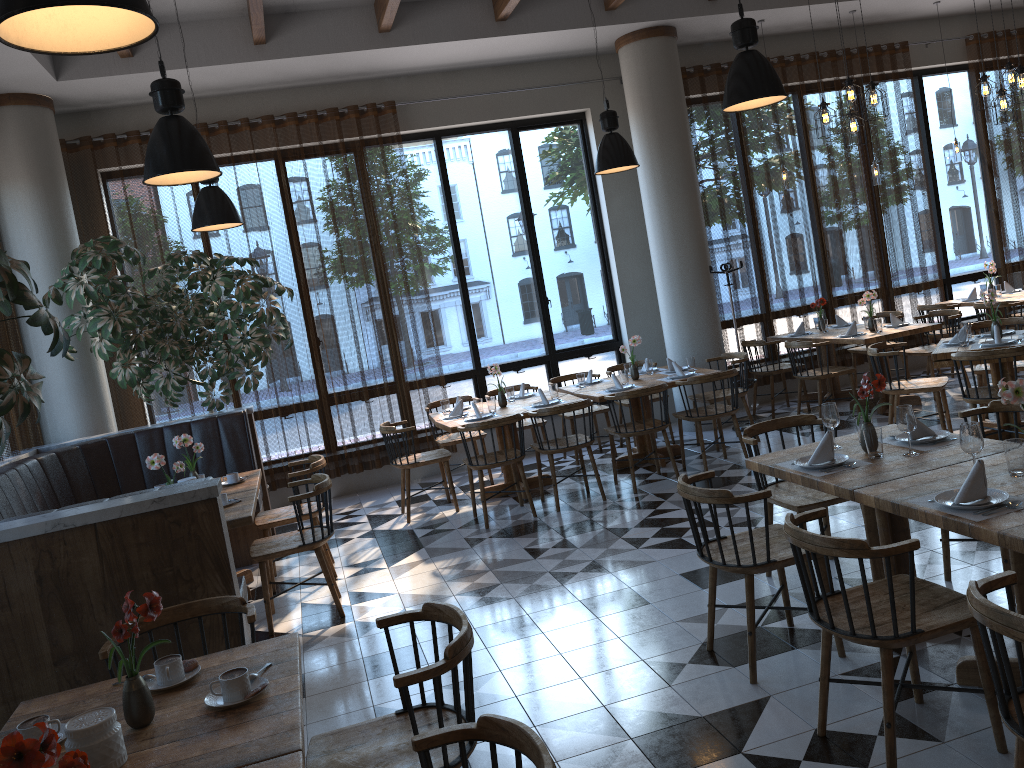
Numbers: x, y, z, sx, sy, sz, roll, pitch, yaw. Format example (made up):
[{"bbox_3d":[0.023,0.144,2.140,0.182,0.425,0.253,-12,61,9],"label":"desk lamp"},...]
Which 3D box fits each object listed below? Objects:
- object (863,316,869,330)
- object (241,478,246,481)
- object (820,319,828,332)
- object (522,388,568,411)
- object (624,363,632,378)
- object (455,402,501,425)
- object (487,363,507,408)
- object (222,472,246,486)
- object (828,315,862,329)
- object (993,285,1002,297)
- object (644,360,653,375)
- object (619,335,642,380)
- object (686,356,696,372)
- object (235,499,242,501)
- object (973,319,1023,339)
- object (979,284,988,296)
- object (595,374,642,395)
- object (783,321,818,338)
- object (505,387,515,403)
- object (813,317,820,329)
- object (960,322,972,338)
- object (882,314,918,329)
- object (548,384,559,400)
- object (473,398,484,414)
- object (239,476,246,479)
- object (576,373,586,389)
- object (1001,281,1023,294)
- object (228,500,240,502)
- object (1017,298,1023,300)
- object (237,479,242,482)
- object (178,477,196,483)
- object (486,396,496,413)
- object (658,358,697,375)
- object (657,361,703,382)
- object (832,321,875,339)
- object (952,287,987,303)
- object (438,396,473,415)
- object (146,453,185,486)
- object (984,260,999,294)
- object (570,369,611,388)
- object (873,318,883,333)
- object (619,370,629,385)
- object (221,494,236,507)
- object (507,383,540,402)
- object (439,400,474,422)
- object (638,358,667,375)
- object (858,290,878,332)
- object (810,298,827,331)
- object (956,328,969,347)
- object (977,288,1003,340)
[{"bbox_3d":[3.551,-0.612,8.838,0.080,0.132,0.080,-12,5,-28],"label":"object"},{"bbox_3d":[-1.867,0.665,6.151,0.050,0.023,0.052,-12,6,-18],"label":"object"},{"bbox_3d":[3.264,-0.607,9.253,0.080,0.132,0.080,-9,4,11],"label":"object"},{"bbox_3d":[0.264,0.108,7.389,0.352,0.137,0.272,-11,6,-13],"label":"object"},{"bbox_3d":[1.087,-0.121,8.227,0.080,0.132,0.080,-12,5,-28],"label":"object"},{"bbox_3d":[-0.287,0.218,7.252,0.352,0.137,0.272,-11,6,-13],"label":"object"},{"bbox_3d":[-0.132,0.009,7.707,0.146,0.399,0.207,-11,4,-15],"label":"object"},{"bbox_3d":[-1.938,0.656,6.156,0.176,0.066,0.175,-13,7,-30],"label":"object"},{"bbox_3d":[3.547,-0.688,9.523,0.272,0.137,0.352,-11,6,-13],"label":"object"},{"bbox_3d":[5.359,-1.025,9.773,0.080,0.132,0.080,-8,5,21],"label":"object"},{"bbox_3d":[1.274,-0.154,8.234,0.080,0.132,0.080,-12,5,-28],"label":"object"},{"bbox_3d":[1.090,-0.233,7.993,0.207,0.399,0.146,-10,4,-9],"label":"object"},{"bbox_3d":[1.597,-0.173,7.890,0.080,0.132,0.080,-12,5,-28],"label":"object"},{"bbox_3d":[-1.686,0.710,5.444,0.053,0.025,0.049,-4,8,44],"label":"object"},{"bbox_3d":[3.815,-0.434,6.732,0.580,0.137,0.580,-6,7,31],"label":"object"},{"bbox_3d":[5.433,-1.084,10.200,0.080,0.132,0.080,-8,5,21],"label":"object"},{"bbox_3d":[0.899,-0.018,7.547,0.352,0.137,0.272,-11,6,-13],"label":"object"},{"bbox_3d":[3.040,-0.586,9.391,0.272,0.137,0.352,-11,6,-13],"label":"object"},{"bbox_3d":[-0.012,0.097,7.961,0.080,0.132,0.080,-12,5,-28],"label":"object"},{"bbox_3d":[3.338,-0.666,9.680,0.080,0.132,0.080,-9,4,11],"label":"object"},{"bbox_3d":[3.588,-0.421,6.997,0.080,0.132,0.080,-13,5,-38],"label":"object"},{"bbox_3d":[3.765,-0.633,8.662,0.272,0.137,0.352,-11,6,-13],"label":"object"},{"bbox_3d":[0.361,0.070,7.615,0.080,0.132,0.080,-12,5,-28],"label":"object"},{"bbox_3d":[-0.281,0.193,7.495,0.080,0.132,0.080,-12,5,-28],"label":"object"},{"bbox_3d":[-1.909,0.658,6.288,0.034,0.023,0.156,-9,6,12],"label":"object"},{"bbox_3d":[0.635,-0.028,8.088,0.080,0.132,0.080,-12,5,-28],"label":"object"},{"bbox_3d":[5.645,-1.106,10.044,0.272,0.137,0.352,-11,6,-13],"label":"object"},{"bbox_3d":[-1.707,0.716,5.410,0.155,0.012,0.034,-5,8,38],"label":"object"},{"bbox_3d":[5.355,-0.949,9.050,0.272,0.137,0.352,-11,6,-13],"label":"object"},{"bbox_3d":[-1.880,0.668,6.119,0.050,0.023,0.052,-12,6,-18],"label":"object"},{"bbox_3d":[-2.141,0.691,5.867,0.129,0.128,0.130,-7,6,30],"label":"object"},{"bbox_3d":[-0.172,0.176,7.482,0.080,0.132,0.080,-12,5,-28],"label":"object"},{"bbox_3d":[1.493,-0.182,8.120,0.272,0.137,0.352,-11,6,-13],"label":"object"},{"bbox_3d":[1.446,-0.127,7.683,0.352,0.137,0.272,-11,6,-13],"label":"object"},{"bbox_3d":[3.257,-0.531,8.529,0.272,0.137,0.352,-11,6,-13],"label":"object"},{"bbox_3d":[5.138,-1.004,9.912,0.272,0.137,0.352,-11,6,-13],"label":"object"},{"bbox_3d":[-0.492,0.170,8.026,0.352,0.137,0.272,-11,6,-13],"label":"object"},{"bbox_3d":[-2.038,0.600,5.269,0.146,0.399,0.207,-6,6,43],"label":"object"},{"bbox_3d":[5.401,-1.189,9.970,0.146,0.399,0.207,-10,4,-10],"label":"object"},{"bbox_3d":[0.725,-0.072,8.328,0.352,0.137,0.272,-11,6,-13],"label":"object"},{"bbox_3d":[3.476,-0.554,8.411,0.080,0.132,0.080,-12,5,-28],"label":"object"},{"bbox_3d":[0.985,-0.055,7.770,0.080,0.132,0.080,-12,5,-28],"label":"object"},{"bbox_3d":[-1.768,0.709,5.385,0.175,0.066,0.176,-7,6,22],"label":"object"},{"bbox_3d":[0.091,0.054,8.170,0.352,0.137,0.272,-11,6,-13],"label":"object"},{"bbox_3d":[-0.487,0.214,7.614,0.272,0.137,0.352,-11,6,-13],"label":"object"},{"bbox_3d":[1.272,-0.181,8.464,0.352,0.137,0.272,-11,6,-13],"label":"object"},{"bbox_3d":[3.461,-0.706,8.582,0.206,0.399,0.147,-6,5,40],"label":"object"},{"bbox_3d":[3.270,-0.737,9.400,0.156,0.354,0.171,-9,4,9],"label":"object"},{"bbox_3d":[3.372,-0.343,6.616,0.080,0.132,0.080,-13,5,-38],"label":"object"},{"bbox_3d":[3.611,-0.528,6.686,0.146,0.399,0.207,-9,4,6],"label":"object"}]
